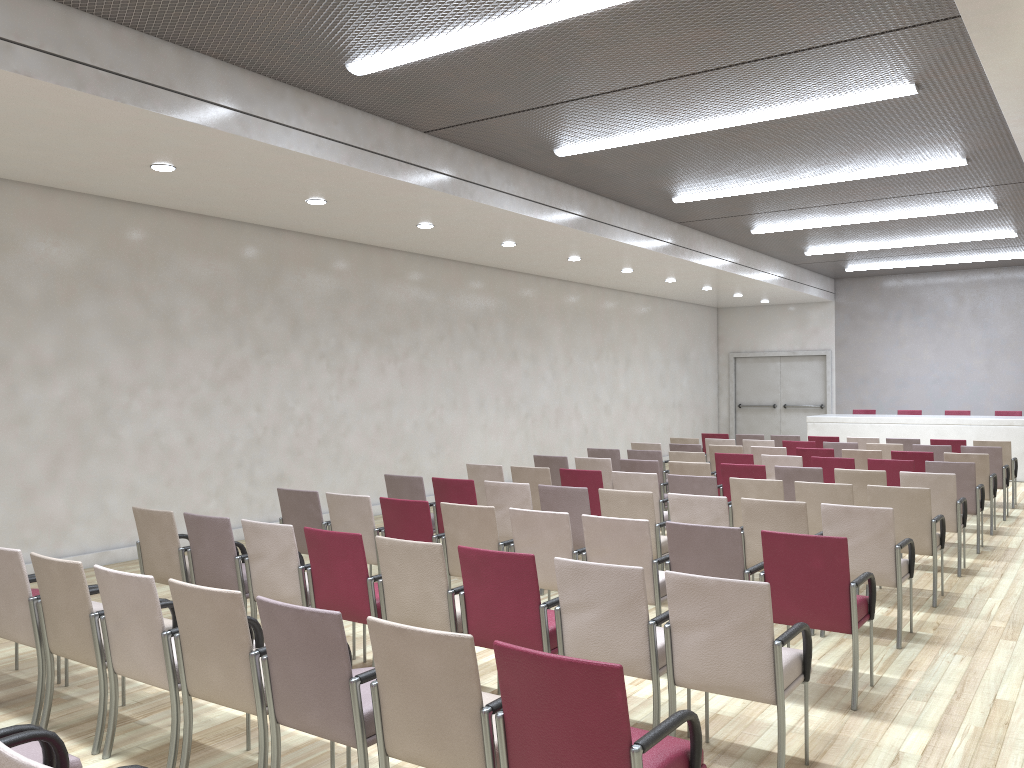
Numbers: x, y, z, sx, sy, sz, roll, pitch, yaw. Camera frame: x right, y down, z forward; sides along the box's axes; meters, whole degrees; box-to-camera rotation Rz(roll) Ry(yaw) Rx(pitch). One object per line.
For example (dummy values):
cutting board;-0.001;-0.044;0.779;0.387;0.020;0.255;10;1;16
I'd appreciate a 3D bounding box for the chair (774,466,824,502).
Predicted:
chair;2.851;1.219;8.559;0.513;0.890;0.640;0;0;34

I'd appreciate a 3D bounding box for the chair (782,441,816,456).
chair;4.041;1.214;12.222;0.513;0.890;0.640;0;0;34

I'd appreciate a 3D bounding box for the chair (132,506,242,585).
chair;-2.182;1.257;6.033;0.513;0.890;0.640;0;0;35

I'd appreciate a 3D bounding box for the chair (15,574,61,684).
chair;-2.875;1.262;5.014;0.513;0.890;0.640;0;0;34

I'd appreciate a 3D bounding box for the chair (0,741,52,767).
chair;-0.857;1.242;2.145;0.513;0.890;0.640;0;0;35

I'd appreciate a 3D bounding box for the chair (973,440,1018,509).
chair;6.528;1.193;11.990;0.513;0.890;0.640;0;0;35

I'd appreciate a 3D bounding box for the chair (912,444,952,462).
chair;5.393;1.202;11.278;0.513;0.890;0.640;0;0;35

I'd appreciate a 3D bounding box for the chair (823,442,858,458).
chair;4.485;1.210;11.900;0.513;0.890;0.640;0;0;35

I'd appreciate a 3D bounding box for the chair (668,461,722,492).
chair;1.948;1.227;9.159;0.513;0.890;0.640;0;0;35

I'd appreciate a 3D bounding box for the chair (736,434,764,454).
chair;3.816;1.218;13.849;0.513;0.890;0.640;0;0;34

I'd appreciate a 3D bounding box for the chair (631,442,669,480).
chair;1.964;1.231;12.129;0.513;0.890;0.640;0;0;35

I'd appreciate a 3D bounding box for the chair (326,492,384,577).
chair;-1.038;1.249;6.733;0.513;0.890;0.640;0;0;35

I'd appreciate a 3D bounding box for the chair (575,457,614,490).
chair;1.036;1.236;9.783;0.513;0.890;0.640;0;0;35

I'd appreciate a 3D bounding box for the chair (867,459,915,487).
chair;4.013;1.211;9.253;0.513;0.890;0.640;0;0;34

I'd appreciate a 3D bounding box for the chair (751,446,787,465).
chair;3.335;1.218;11.195;0.513;0.890;0.640;0;0;35

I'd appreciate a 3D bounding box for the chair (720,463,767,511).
chair;2.408;1.223;8.869;0.513;0.890;0.640;0;0;34

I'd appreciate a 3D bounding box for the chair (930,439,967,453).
chair;6.091;1.197;12.294;0.513;0.890;0.640;0;0;34

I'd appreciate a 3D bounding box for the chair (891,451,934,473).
chair;4.694;1.206;10.279;0.513;0.890;0.640;0;0;34

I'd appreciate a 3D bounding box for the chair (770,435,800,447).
chair;4.271;1.213;13.553;0.513;0.890;0.640;0;0;35

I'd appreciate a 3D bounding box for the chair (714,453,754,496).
chair;2.651;1.223;10.191;0.513;0.890;0.640;0;0;34

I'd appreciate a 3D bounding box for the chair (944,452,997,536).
chair;5.146;1.202;9.968;0.513;0.890;0.640;0;0;34

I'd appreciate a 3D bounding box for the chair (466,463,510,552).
chair;-0.111;1.244;9.086;0.513;0.890;0.640;0;0;35

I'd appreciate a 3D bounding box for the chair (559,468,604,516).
chair;0.797;1.236;8.461;0.513;0.890;0.640;0;0;34

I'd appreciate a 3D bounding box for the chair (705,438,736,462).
chair;3.120;1.222;12.832;0.513;0.890;0.640;0;0;34

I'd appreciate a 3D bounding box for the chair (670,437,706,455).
chair;2.672;1.226;13.151;0.513;0.890;0.640;0;0;34

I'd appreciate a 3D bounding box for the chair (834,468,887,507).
chair;3.302;1.215;8.241;0.513;0.890;0.640;0;0;34

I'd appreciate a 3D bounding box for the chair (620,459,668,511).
chair;1.490;1.231;9.474;0.513;0.890;0.640;0;0;35

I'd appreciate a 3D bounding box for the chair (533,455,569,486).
chair;0.594;1.239;10.103;0.513;0.890;0.640;0;0;35

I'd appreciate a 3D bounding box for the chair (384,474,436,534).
chair;-0.794;1.248;8.069;0.513;0.890;0.640;0;0;35

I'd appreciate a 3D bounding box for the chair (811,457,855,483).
chair;3.538;1.215;9.565;0.513;0.890;0.640;0;0;35

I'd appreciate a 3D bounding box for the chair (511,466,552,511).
chair;0.337;1.240;8.778;0.513;0.890;0.640;0;0;34

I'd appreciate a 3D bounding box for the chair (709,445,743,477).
chair;2.878;1.222;11.520;0.513;0.890;0.640;0;0;33

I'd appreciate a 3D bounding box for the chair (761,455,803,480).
chair;3.094;1.219;9.879;0.513;0.890;0.640;0;0;34

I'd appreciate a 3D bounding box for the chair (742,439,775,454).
chair;3.577;1.218;12.535;0.513;0.890;0.640;0;0;34

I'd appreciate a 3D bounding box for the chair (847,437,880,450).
chair;5.187;1.205;12.921;0.513;0.890;0.640;0;0;35

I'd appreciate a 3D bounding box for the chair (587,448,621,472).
chair;1.282;1.235;11.121;0.513;0.890;0.640;0;0;34

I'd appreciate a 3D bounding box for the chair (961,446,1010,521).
chair;5.845;1.198;10.966;0.513;0.890;0.640;0;0;35

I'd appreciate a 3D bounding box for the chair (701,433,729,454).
chair;3.352;1.222;14.165;0.513;0.890;0.640;0;0;34

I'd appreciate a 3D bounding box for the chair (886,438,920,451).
chair;5.624;1.201;12.611;0.513;0.890;0.640;0;0;35

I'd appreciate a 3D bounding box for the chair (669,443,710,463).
chair;2.425;1.227;11.817;0.513;0.890;0.640;0;0;34

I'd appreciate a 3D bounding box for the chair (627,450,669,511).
chair;1.737;1.231;10.803;0.513;0.890;0.640;0;0;34

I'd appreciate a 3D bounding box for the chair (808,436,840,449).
chair;4.725;1.209;13.232;0.513;0.890;0.640;0;0;34

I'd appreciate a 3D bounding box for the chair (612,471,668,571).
chair;1.254;1.232;8.164;0.513;0.890;0.640;0;0;34

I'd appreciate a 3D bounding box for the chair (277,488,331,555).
chair;-1.488;1.253;7.058;0.513;0.890;0.640;0;0;34

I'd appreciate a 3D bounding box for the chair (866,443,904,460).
chair;4.939;1.206;11.604;0.513;0.890;0.640;0;0;34

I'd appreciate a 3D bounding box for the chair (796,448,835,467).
chair;3.794;1.214;10.880;0.513;0.890;0.640;0;0;33

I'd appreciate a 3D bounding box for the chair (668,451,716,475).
chair;2.185;1.227;10.498;0.513;0.890;0.640;0;0;34

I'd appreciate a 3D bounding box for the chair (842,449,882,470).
chair;4.242;1.210;10.587;0.513;0.890;0.640;0;0;34
